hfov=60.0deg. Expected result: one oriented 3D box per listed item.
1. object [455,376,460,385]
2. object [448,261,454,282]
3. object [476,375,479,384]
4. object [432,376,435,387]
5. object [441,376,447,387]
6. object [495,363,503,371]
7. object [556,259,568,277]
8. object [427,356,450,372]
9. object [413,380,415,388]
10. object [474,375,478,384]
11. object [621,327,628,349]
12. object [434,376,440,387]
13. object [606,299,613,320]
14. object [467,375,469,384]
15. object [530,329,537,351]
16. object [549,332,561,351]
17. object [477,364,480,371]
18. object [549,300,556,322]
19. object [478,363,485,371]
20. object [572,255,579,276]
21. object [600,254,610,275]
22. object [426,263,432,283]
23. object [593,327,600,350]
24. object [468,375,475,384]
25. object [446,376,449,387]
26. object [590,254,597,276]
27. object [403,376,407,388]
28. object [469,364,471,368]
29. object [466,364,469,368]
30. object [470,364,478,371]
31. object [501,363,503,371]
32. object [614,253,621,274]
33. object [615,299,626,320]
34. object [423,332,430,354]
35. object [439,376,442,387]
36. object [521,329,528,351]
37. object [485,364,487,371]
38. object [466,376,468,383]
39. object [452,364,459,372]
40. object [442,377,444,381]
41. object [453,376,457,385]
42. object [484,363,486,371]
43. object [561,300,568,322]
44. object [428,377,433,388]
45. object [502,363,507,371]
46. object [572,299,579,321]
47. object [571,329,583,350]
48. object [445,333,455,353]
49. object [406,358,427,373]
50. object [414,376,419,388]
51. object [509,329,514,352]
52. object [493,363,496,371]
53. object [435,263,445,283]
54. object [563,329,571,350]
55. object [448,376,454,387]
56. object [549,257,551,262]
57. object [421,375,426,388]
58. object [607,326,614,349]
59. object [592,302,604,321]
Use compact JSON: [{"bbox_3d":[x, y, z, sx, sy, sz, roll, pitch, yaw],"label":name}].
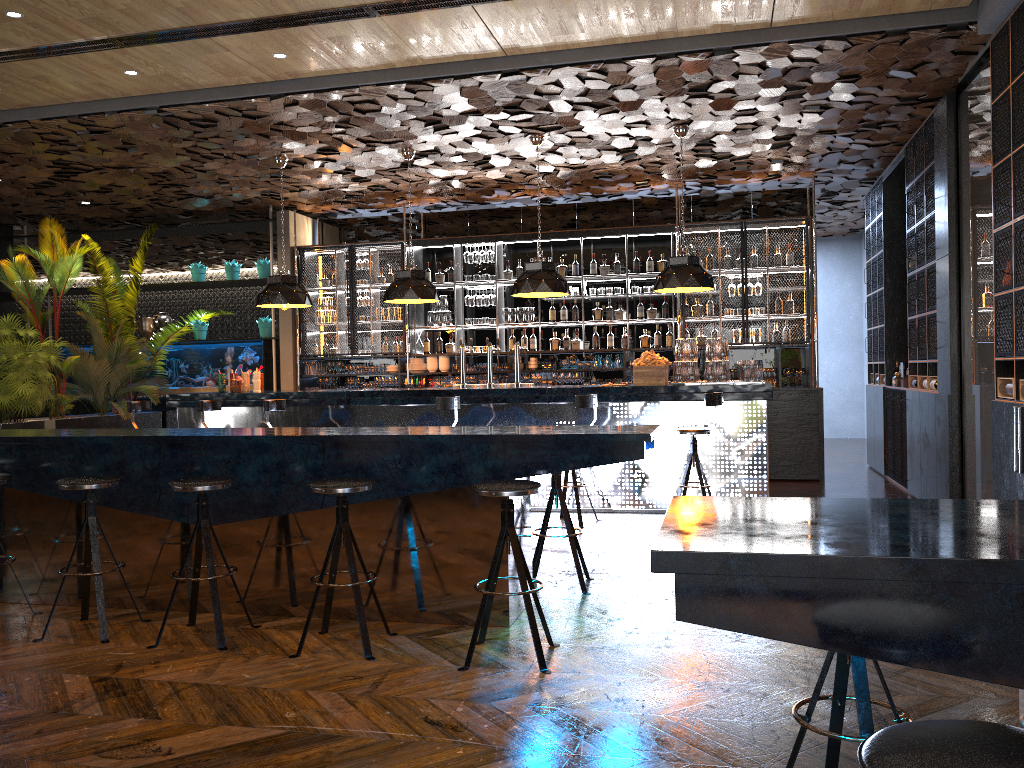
[{"bbox_3d":[-0.704,0.000,11.575,0.084,0.216,0.084,-1,1,2],"label":"object"},{"bbox_3d":[-0.807,-1.485,11.793,0.086,0.299,0.086,-2,1,-28],"label":"object"},{"bbox_3d":[-0.460,-0.008,11.794,0.084,0.216,0.084,-1,1,36],"label":"object"},{"bbox_3d":[-1.047,0.007,11.755,0.082,0.213,0.082,-1,1,6],"label":"object"},{"bbox_3d":[-0.883,0.005,11.623,0.082,0.213,0.082,-2,1,-43],"label":"object"},{"bbox_3d":[-0.168,-0.220,11.443,0.095,0.096,0.095,-1,1,-12],"label":"object"},{"bbox_3d":[0.650,-1.485,11.437,0.151,0.248,0.094,-1,1,17],"label":"object"},{"bbox_3d":[-0.976,-0.266,11.722,0.309,0.216,0.149,-1,1,11],"label":"object"},{"bbox_3d":[-1.331,0.001,12.002,0.073,0.229,0.073,-1,1,2],"label":"object"},{"bbox_3d":[-0.494,-0.006,11.664,0.084,0.216,0.084,-2,1,-34],"label":"object"},{"bbox_3d":[1.433,-0.583,11.265,0.083,0.282,0.083,-1,1,-1],"label":"object"},{"bbox_3d":[-0.984,0.007,11.648,0.082,0.213,0.082,-1,1,43],"label":"object"},{"bbox_3d":[1.245,-0.943,11.304,0.083,0.282,0.083,-1,1,14],"label":"object"},{"bbox_3d":[-0.579,-0.004,11.678,0.084,0.216,0.084,-1,1,6],"label":"object"},{"bbox_3d":[0.277,-0.570,11.553,0.086,0.298,0.086,-2,1,-28],"label":"object"},{"bbox_3d":[0.558,-0.549,11.477,0.151,0.248,0.094,-1,1,3],"label":"object"},{"bbox_3d":[-0.456,-0.219,11.738,0.109,0.100,0.109,-1,1,-3],"label":"object"},{"bbox_3d":[0.527,-0.937,11.484,0.086,0.299,0.086,-2,1,-28],"label":"object"},{"bbox_3d":[-0.390,-0.218,11.555,0.093,0.099,0.093,-1,1,30],"label":"object"},{"bbox_3d":[0.819,-1.513,11.410,0.086,0.298,0.086,-2,1,-28],"label":"object"},{"bbox_3d":[1.178,-1.510,11.296,0.123,0.279,0.123,-1,1,3],"label":"object"},{"bbox_3d":[-1.124,-1.480,11.899,0.086,0.298,0.086,-2,1,-28],"label":"object"},{"bbox_3d":[1.073,-0.584,11.326,0.086,0.297,0.086,-2,1,-43],"label":"object"},{"bbox_3d":[-0.524,-0.003,11.530,0.084,0.216,0.084,-2,1,-34],"label":"object"},{"bbox_3d":[-0.861,0.004,11.708,0.082,0.213,0.082,-1,1,-7],"label":"object"},{"bbox_3d":[1.046,-1.518,11.349,0.086,0.298,0.086,-2,1,-28],"label":"object"},{"bbox_3d":[-1.408,0.006,11.759,0.073,0.229,0.073,-1,1,2],"label":"object"},{"bbox_3d":[-0.590,-0.217,11.832,0.089,0.100,0.100,-1,1,7],"label":"object"},{"bbox_3d":[-0.619,-0.215,11.735,0.100,0.100,0.089,-2,1,-35],"label":"object"},{"bbox_3d":[-0.493,-0.216,11.584,0.109,0.100,0.109,-1,1,-3],"label":"object"},{"bbox_3d":[-0.140,-0.224,11.714,0.095,0.096,0.095,-1,1,30],"label":"object"},{"bbox_3d":[1.338,-1.515,11.271,0.083,0.282,0.083,-1,1,14],"label":"object"},{"bbox_3d":[1.377,-0.943,11.258,0.123,0.279,0.123,-1,1,27],"label":"object"},{"bbox_3d":[-1.144,-0.544,11.895,0.086,0.299,0.086,-2,1,-28],"label":"object"},{"bbox_3d":[-0.959,0.005,11.731,0.082,0.213,0.082,-1,1,-10],"label":"object"},{"bbox_3d":[0.167,-0.569,11.604,0.086,0.298,0.086,-2,1,-28],"label":"object"},{"bbox_3d":[-0.303,-0.219,11.486,0.093,0.099,0.093,-1,1,33],"label":"object"},{"bbox_3d":[-0.612,-0.001,11.551,0.084,0.216,0.084,-1,1,29],"label":"object"},{"bbox_3d":[-0.740,-0.210,11.582,0.100,0.100,0.089,-1,1,18],"label":"object"},{"bbox_3d":[-0.930,0.004,11.818,0.082,0.213,0.082,-1,1,34],"label":"object"},{"bbox_3d":[-0.766,0.002,11.686,0.082,0.213,0.082,-1,1,-5],"label":"object"},{"bbox_3d":[-0.364,-0.220,11.660,0.093,0.099,0.093,-1,1,1],"label":"object"},{"bbox_3d":[0.674,-0.941,11.474,0.086,0.298,0.086,-2,1,-28],"label":"object"},{"bbox_3d":[-1.071,0.009,11.669,0.082,0.213,0.082,-1,1,43],"label":"object"},{"bbox_3d":[-0.082,-0.222,11.496,0.095,0.096,0.095,-1,1,38],"label":"object"},{"bbox_3d":[0.815,-0.943,11.411,0.086,0.297,0.086,-2,1,-28],"label":"object"},{"bbox_3d":[0.839,-0.569,11.395,0.123,0.279,0.123,-1,1,27],"label":"object"},{"bbox_3d":[-0.810,-0.540,11.794,0.123,0.279,0.123,-1,1,27],"label":"object"},{"bbox_3d":[-1.268,-0.250,11.827,0.306,0.195,0.300,-1,1,15],"label":"object"},{"bbox_3d":[-1.261,0.003,11.744,0.073,0.229,0.073,-1,1,2],"label":"object"},{"bbox_3d":[0.008,-0.564,11.616,0.086,0.299,0.086,-2,1,-28],"label":"object"},{"bbox_3d":[-0.253,-0.223,11.685,0.093,0.099,0.093,-1,1,1],"label":"object"},{"bbox_3d":[-0.961,-1.471,11.813,0.123,0.279,0.123,-1,1,2],"label":"object"},{"bbox_3d":[0.708,-0.570,11.441,0.083,0.282,0.083,-1,1,14],"label":"object"},{"bbox_3d":[-0.794,0.004,11.599,0.082,0.213,0.082,0,1,43],"label":"object"},{"bbox_3d":[0.493,-1.500,11.475,0.083,0.282,0.083,-1,1,-1],"label":"object"},{"bbox_3d":[-1.167,0.002,11.717,0.073,0.229,0.073,-1,1,2],"label":"object"},{"bbox_3d":[1.257,-0.588,11.315,0.086,0.298,0.086,-2,1,-28],"label":"object"},{"bbox_3d":[1.095,-0.922,11.340,0.151,0.248,0.094,-1,1,3],"label":"object"}]
